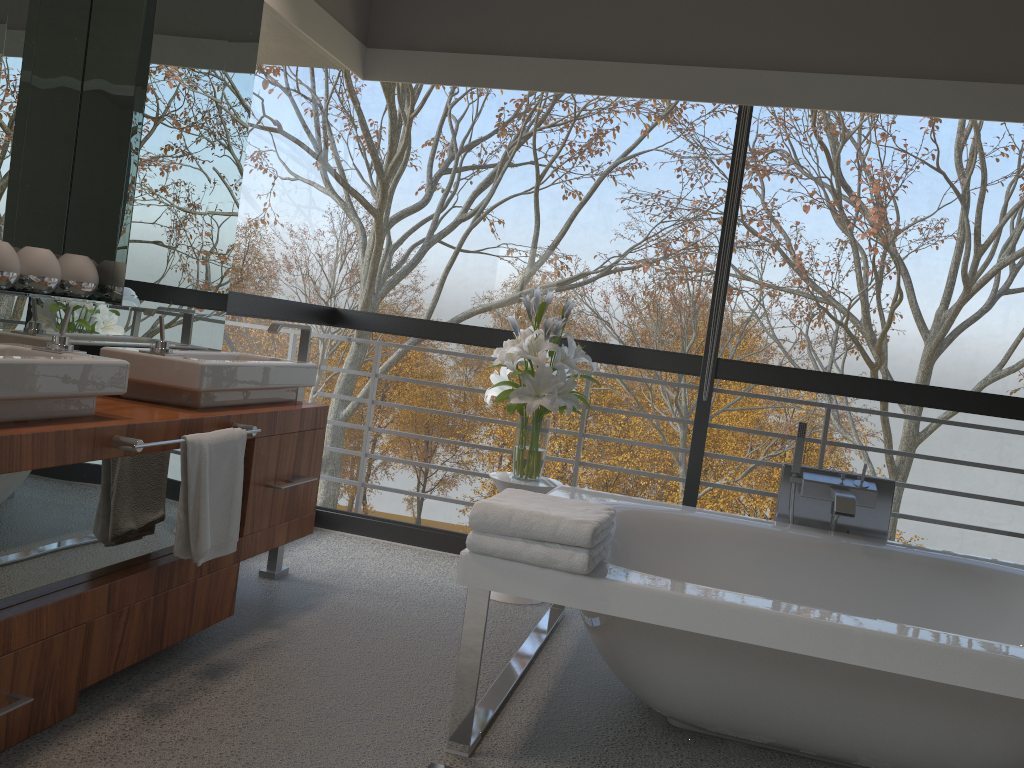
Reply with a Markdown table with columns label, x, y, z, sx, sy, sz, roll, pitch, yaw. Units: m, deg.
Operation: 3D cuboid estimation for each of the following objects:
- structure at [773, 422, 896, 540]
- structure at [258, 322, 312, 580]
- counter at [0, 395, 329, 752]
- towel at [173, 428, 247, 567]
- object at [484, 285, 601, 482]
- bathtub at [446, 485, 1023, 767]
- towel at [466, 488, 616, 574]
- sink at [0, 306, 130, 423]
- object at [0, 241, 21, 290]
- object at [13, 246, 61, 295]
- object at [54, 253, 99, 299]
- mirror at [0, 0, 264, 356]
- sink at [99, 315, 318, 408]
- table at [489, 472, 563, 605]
| label | x | y | z | sx | sy | sz | roll | pitch | yaw |
| --- | --- | --- | --- | --- | --- | --- | --- | --- | --- |
| structure | 1.147 | 0.602 | 3.186 | 0.402 | 0.884 | 0.330 | 8 | 2 | 13 |
| structure | -0.895 | 0.263 | 3.376 | 0.069 | 0.988 | 0.303 | 8 | 2 | 13 |
| counter | -1.122 | 0.417 | 2.445 | 0.525 | 0.704 | 1.848 | 8 | 3 | 13 |
| towel | -0.824 | 0.310 | 2.450 | 0.079 | 0.368 | 0.302 | 8 | 2 | 14 |
| object | 0.097 | -0.003 | 3.641 | 0.450 | 0.795 | 0.459 | 10 | 3 | 41 |
| bathtub | 0.937 | 0.789 | 2.616 | 1.959 | 0.504 | 1.327 | 8 | 3 | 13 |
| towel | 0.084 | 0.378 | 2.271 | 0.322 | 0.145 | 0.305 | 8 | 3 | 16 |
| sink | -1.228 | -0.062 | 1.939 | 0.352 | 0.266 | 0.750 | 8 | 3 | 13 |
| object | -1.411 | -0.325 | 2.409 | 0.136 | 0.130 | 0.136 | 6 | 3 | -34 |
| object | -1.375 | -0.327 | 2.558 | 0.136 | 0.130 | 0.136 | 6 | 3 | -34 |
| object | -1.337 | -0.329 | 2.711 | 0.136 | 0.130 | 0.136 | 6 | 3 | -34 |
| mirror | -1.337 | -0.775 | 2.516 | 0.253 | 1.617 | 1.790 | 8 | 3 | 13 |
| sink | -0.977 | -0.078 | 2.970 | 0.352 | 0.266 | 0.750 | 8 | 3 | 13 |
| table | 0.027 | 0.629 | 3.669 | 0.307 | 0.478 | 0.308 | 8 | 2 | -3 |
